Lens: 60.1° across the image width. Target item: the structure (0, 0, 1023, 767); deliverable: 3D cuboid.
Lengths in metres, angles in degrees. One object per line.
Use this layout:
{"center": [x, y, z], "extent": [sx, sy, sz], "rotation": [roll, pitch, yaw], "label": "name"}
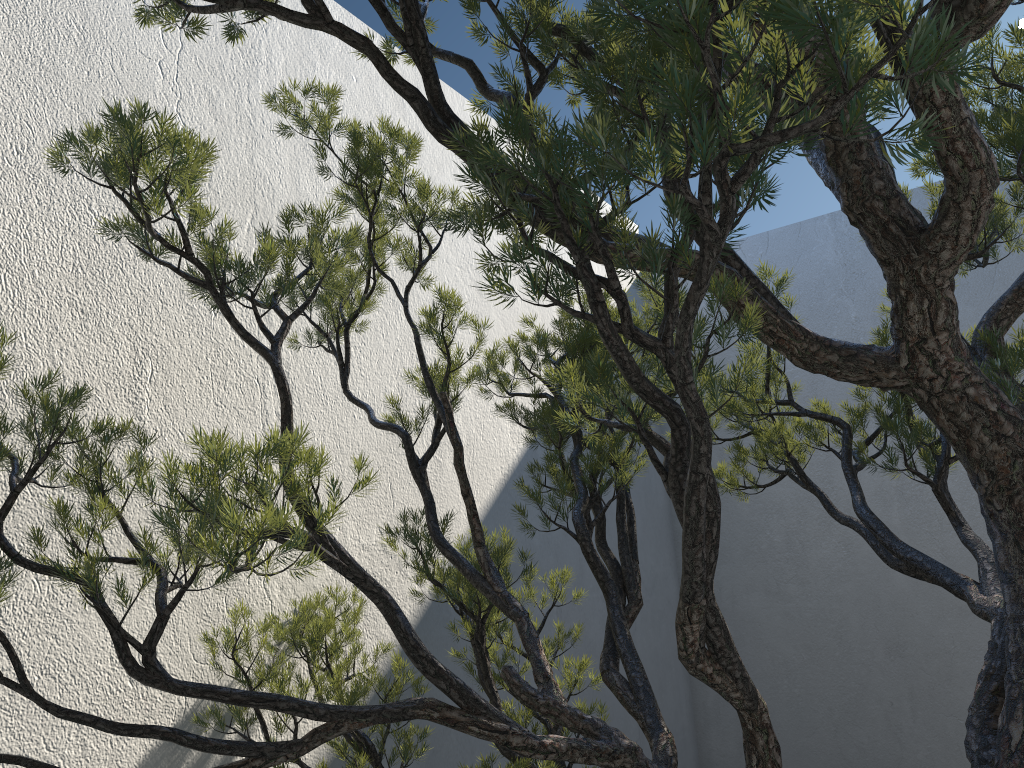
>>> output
{"center": [0.302, -0.168, 1.431], "extent": [2.599, 3.424, 2.542], "rotation": [-10, -12, 24], "label": "structure"}
